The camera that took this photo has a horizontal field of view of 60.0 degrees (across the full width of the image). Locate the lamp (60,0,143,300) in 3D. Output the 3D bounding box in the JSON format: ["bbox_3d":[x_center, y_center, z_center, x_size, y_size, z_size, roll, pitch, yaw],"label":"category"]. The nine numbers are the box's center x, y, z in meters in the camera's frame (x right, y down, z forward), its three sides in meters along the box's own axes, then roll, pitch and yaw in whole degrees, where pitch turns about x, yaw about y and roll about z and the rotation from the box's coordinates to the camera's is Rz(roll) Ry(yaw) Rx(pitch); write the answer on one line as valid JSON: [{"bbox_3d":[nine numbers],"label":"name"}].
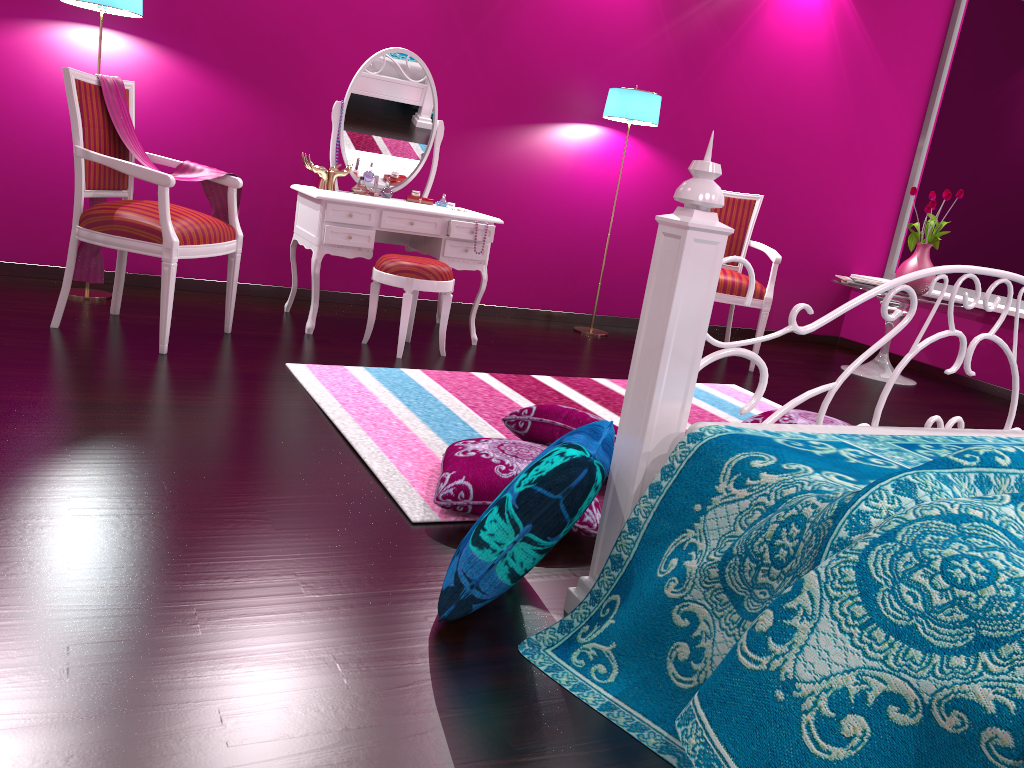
[{"bbox_3d":[-1.717,-1.031,3.655,0.303,1.352,0.303,14,14,17],"label":"lamp"}]

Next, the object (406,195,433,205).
[{"bbox_3d":[-0.436,-0.869,4.191,0.122,0.027,0.075,7,14,-13],"label":"object"}]

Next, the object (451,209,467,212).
[{"bbox_3d":[-0.243,-0.799,4.086,0.073,0.003,0.073,6,14,-17],"label":"object"}]

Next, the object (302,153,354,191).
[{"bbox_3d":[-0.836,-0.951,3.997,0.248,0.145,0.085,-1,17,-39],"label":"object"}]

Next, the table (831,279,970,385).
[{"bbox_3d":[2.195,-0.291,5.162,0.771,0.500,0.770,13,14,16],"label":"table"}]

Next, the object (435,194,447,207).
[{"bbox_3d":[-0.326,-0.876,4.225,0.082,0.060,0.059,14,14,18],"label":"object"}]

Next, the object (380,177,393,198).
[{"bbox_3d":[-0.581,-0.914,4.132,0.059,0.094,0.059,12,14,11],"label":"object"}]

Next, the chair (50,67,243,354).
[{"bbox_3d":[-1.313,-0.629,3.243,0.511,0.901,0.528,11,13,7],"label":"chair"}]

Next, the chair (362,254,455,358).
[{"bbox_3d":[-0.431,-0.336,3.749,0.337,0.390,0.337,2,15,-30],"label":"chair"}]

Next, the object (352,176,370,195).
[{"bbox_3d":[-0.691,-0.909,4.062,0.045,0.081,0.098,20,17,38],"label":"object"}]

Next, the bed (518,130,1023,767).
[{"bbox_3d":[1.508,0.252,1.029,2.167,1.143,2.317,3,15,-27],"label":"bed"}]

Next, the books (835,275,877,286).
[{"bbox_3d":[2.026,-0.601,5.174,0.220,0.007,0.300,11,13,7],"label":"books"}]

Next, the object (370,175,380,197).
[{"bbox_3d":[-0.627,-0.911,4.083,0.030,0.096,0.030,18,16,33],"label":"object"}]

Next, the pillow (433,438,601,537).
[{"bbox_3d":[0.017,0.232,2.208,0.400,0.142,0.429,9,13,-3],"label":"pillow"}]

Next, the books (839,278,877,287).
[{"bbox_3d":[2.031,-0.583,5.133,0.220,0.007,0.300,11,13,8],"label":"books"}]

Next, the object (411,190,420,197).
[{"bbox_3d":[-0.452,-0.896,4.178,0.040,0.026,0.040,3,15,-27],"label":"object"}]

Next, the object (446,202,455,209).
[{"bbox_3d":[-0.288,-0.840,4.175,0.040,0.026,0.040,3,15,-27],"label":"object"}]

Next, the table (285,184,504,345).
[{"bbox_3d":[-0.565,-0.540,4.073,0.856,0.592,0.526,3,15,-27],"label":"table"}]

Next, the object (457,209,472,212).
[{"bbox_3d":[-0.221,-0.809,4.135,0.073,0.006,0.073,16,15,24],"label":"object"}]

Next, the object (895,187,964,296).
[{"bbox_3d":[2.340,-0.809,5.026,0.264,0.614,0.242,19,16,34],"label":"object"}]

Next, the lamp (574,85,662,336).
[{"bbox_3d":[0.556,-0.942,4.877,0.303,1.352,0.303,5,14,-17],"label":"lamp"}]

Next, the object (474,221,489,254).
[{"bbox_3d":[-0.146,-0.650,3.946,0.063,0.143,0.032,3,15,-27],"label":"object"}]

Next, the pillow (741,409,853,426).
[{"bbox_3d":[1.110,0.174,3.265,0.419,0.107,0.401,-2,18,-41],"label":"pillow"}]

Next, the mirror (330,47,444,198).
[{"bbox_3d":[-0.587,-1.145,4.172,0.544,0.829,0.138,3,15,-27],"label":"mirror"}]

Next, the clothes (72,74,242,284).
[{"bbox_3d":[-1.343,-0.737,3.377,0.601,0.777,0.162,4,15,-23],"label":"clothes"}]

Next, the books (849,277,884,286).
[{"bbox_3d":[2.073,-0.580,5.115,0.221,0.020,0.300,13,14,13],"label":"books"}]

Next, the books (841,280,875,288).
[{"bbox_3d":[2.025,-0.579,5.140,0.220,0.007,0.300,14,14,16],"label":"books"}]

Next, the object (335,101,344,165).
[{"bbox_3d":[-0.793,-1.136,4.073,0.022,0.320,0.044,3,15,-27],"label":"object"}]

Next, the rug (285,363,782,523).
[{"bbox_3d":[0.410,0.162,3.093,2.100,0.018,1.400,3,15,-27],"label":"rug"}]

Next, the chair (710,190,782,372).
[{"bbox_3d":[1.106,-0.588,4.766,0.528,0.901,0.511,10,13,2],"label":"chair"}]

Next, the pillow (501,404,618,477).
[{"bbox_3d":[0.209,0.164,2.436,0.425,0.224,0.391,17,15,30],"label":"pillow"}]

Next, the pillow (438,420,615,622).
[{"bbox_3d":[0.037,0.253,1.711,0.264,0.357,0.402,13,14,12],"label":"pillow"}]
